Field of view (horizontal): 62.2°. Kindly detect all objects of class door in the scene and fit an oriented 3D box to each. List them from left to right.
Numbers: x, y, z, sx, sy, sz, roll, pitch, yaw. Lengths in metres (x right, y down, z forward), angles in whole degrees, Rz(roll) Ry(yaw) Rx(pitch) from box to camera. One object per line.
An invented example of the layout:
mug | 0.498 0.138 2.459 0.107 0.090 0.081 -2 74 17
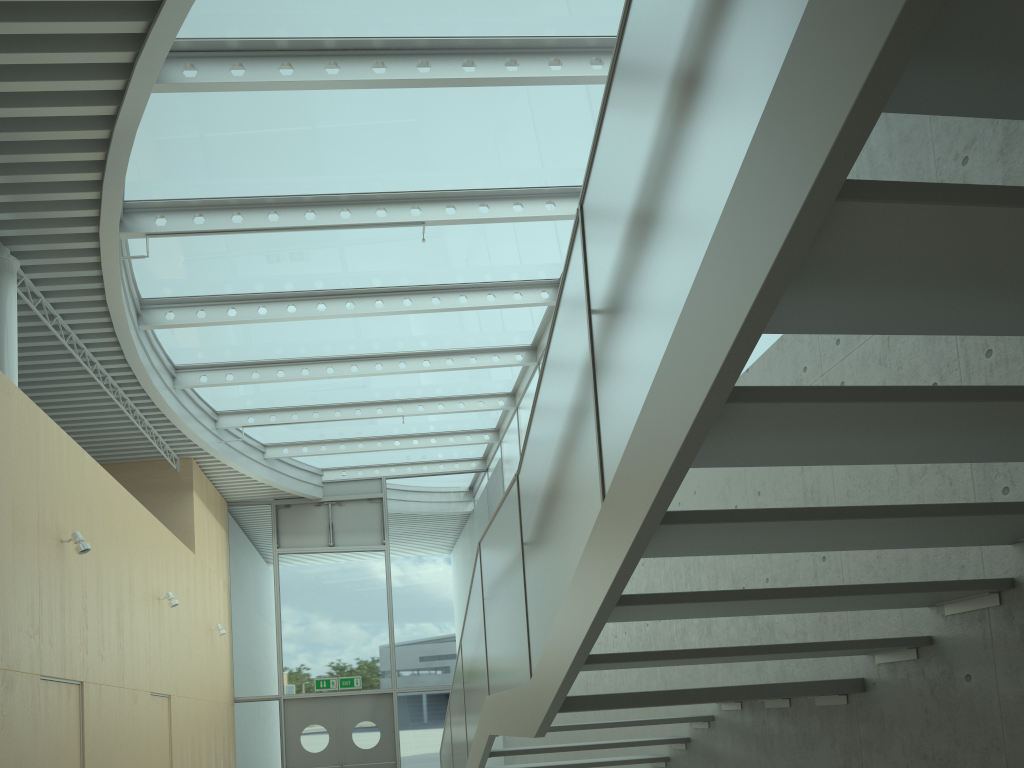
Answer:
door | -3.027 6.580 15.073 1.919 2.036 0.181 -2 -6 -9

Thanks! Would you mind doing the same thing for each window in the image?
window | -2.592 4.630 15.366 4.850 6.074 0.113 -2 -6 -9
window | -1.539 2.186 9.916 4.776 5.992 16.803 -2 -20 -10
window | 0.502 0.683 10.416 0.030 2.624 16.619 -3 -21 -10

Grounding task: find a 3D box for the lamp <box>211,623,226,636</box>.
lamp | -4.507 3.769 13.031 0.233 0.189 0.147 5 -14 -28

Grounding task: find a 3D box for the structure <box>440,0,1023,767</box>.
structure | 0.836 1.262 4.245 1.882 4.024 13.390 -2 -20 -10

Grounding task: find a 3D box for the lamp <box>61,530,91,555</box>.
lamp | -3.529 1.281 6.867 0.233 0.189 0.147 5 -14 -28

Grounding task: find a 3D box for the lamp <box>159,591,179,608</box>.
lamp | -4.016 2.521 9.938 0.233 0.189 0.147 5 -14 -28
